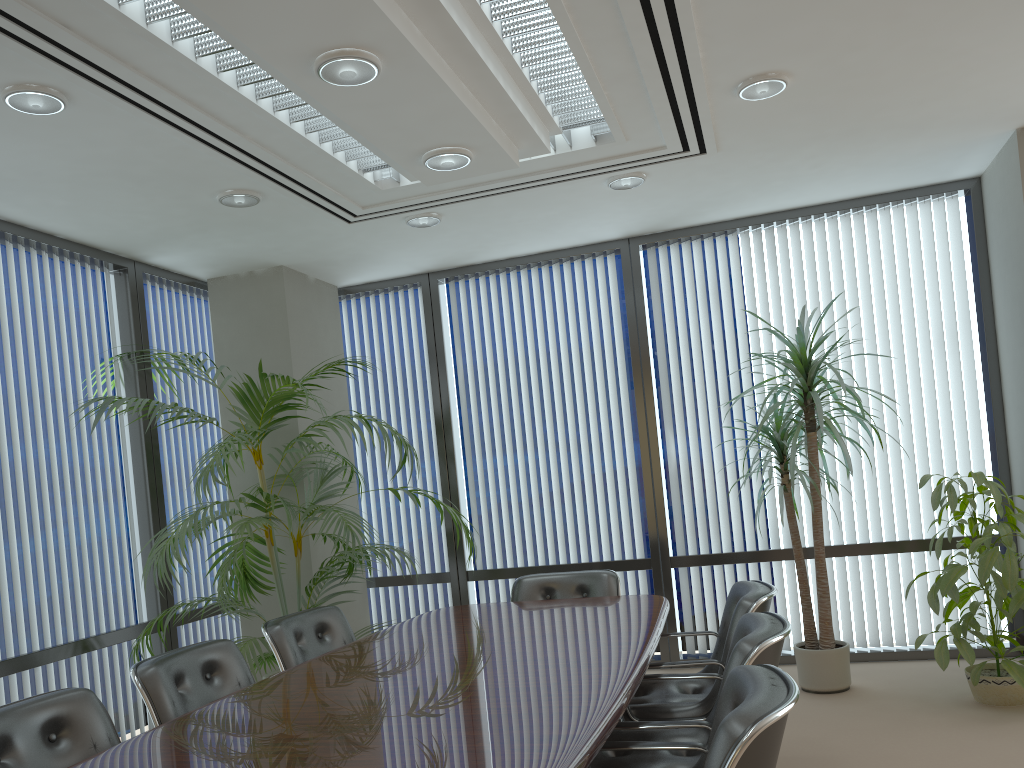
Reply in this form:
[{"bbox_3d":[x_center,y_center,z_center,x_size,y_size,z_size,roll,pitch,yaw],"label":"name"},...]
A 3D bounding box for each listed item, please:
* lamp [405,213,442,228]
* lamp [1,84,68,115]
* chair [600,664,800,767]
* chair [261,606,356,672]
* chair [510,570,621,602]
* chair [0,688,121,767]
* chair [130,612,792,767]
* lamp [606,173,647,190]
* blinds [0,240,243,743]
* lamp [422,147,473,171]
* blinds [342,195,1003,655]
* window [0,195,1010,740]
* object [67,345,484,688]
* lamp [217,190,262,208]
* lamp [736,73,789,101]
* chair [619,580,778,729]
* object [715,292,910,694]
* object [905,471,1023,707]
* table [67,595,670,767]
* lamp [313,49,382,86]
[{"bbox_3d":[-0.532,-0.979,5.299,0.226,0.035,0.225,-9,-7,26],"label":"lamp"},{"bbox_3d":[-1.805,-1.069,3.338,0.227,0.035,0.224,-11,-8,40],"label":"lamp"},{"bbox_3d":[0.340,1.215,2.286,0.855,0.857,0.759,-7,-3,16],"label":"chair"},{"bbox_3d":[-0.738,1.551,4.376,0.856,0.857,0.759,-7,-3,21],"label":"chair"},{"bbox_3d":[0.274,1.504,4.861,0.761,0.857,0.853,-6,-3,16],"label":"chair"},{"bbox_3d":[-1.258,1.425,2.761,0.855,0.857,0.759,-7,-3,16],"label":"chair"},{"bbox_3d":[-0.219,1.385,3.338,2.535,0.857,0.759,-7,-3,16],"label":"chair"},{"bbox_3d":[0.642,-1.133,4.951,0.225,0.035,0.226,-6,-6,6],"label":"lamp"},{"bbox_3d":[-2.621,0.659,4.617,0.032,2.898,4.904,-6,-5,16],"label":"blinds"},{"bbox_3d":[-0.281,-0.975,3.850,0.227,0.035,0.224,-11,-8,40],"label":"lamp"},{"bbox_3d":[0.670,0.529,6.392,4.944,2.905,0.050,-7,-1,16],"label":"blinds"},{"bbox_3d":[-0.965,0.605,5.545,7.348,2.906,3.559,-3,-5,-28],"label":"window"},{"bbox_3d":[-1.454,0.906,5.321,2.101,2.474,2.161,-8,-3,37],"label":"object"},{"bbox_3d":[-1.427,-0.965,4.620,0.227,0.035,0.224,-11,-8,40],"label":"lamp"},{"bbox_3d":[1.099,-1.297,3.869,0.227,0.035,0.224,-11,-8,40],"label":"lamp"},{"bbox_3d":[0.774,1.349,3.902,0.854,0.857,0.736,-6,-3,11],"label":"chair"},{"bbox_3d":[1.790,0.672,5.241,1.016,2.310,1.035,-5,-1,-9],"label":"object"},{"bbox_3d":[2.625,1.105,4.696,0.977,1.310,0.861,-5,-2,-13],"label":"object"},{"bbox_3d":[-0.314,1.407,2.954,1.511,0.747,4.078,-7,-6,16],"label":"table"},{"bbox_3d":[-0.547,-1.048,2.943,0.227,0.035,0.224,-11,-8,40],"label":"lamp"}]
